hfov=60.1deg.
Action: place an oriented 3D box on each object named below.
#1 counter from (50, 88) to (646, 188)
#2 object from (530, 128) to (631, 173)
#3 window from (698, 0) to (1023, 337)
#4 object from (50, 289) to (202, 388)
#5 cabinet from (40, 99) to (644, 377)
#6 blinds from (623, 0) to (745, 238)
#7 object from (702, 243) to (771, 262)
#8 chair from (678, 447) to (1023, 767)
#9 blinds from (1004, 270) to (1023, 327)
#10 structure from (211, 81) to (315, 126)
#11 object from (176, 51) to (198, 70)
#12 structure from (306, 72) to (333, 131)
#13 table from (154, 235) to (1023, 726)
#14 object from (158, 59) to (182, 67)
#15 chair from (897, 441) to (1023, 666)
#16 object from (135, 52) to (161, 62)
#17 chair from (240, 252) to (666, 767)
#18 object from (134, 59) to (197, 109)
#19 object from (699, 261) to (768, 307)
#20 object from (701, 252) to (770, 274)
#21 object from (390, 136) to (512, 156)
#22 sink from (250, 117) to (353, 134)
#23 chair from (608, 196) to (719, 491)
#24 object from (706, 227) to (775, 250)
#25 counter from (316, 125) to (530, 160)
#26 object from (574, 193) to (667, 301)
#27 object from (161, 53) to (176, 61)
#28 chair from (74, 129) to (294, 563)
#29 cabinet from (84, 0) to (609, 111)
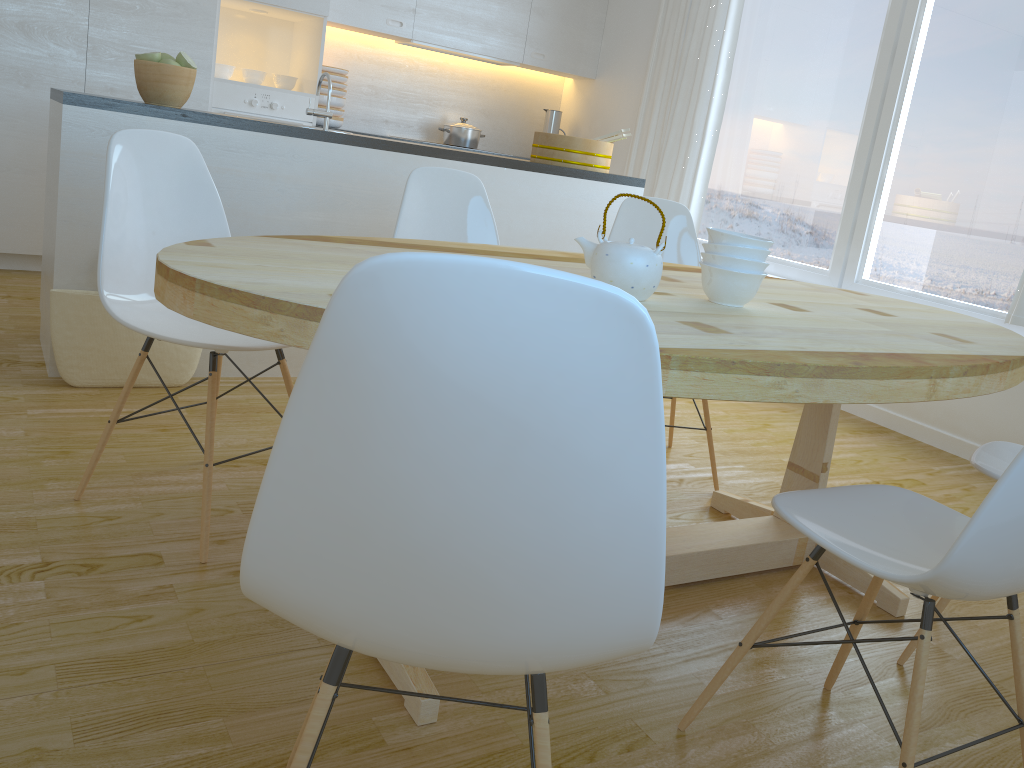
[{"bbox_3d":[-0.559,-1.007,3.698,2.399,0.039,0.609,0,17,-32],"label":"counter"},{"bbox_3d":[0.312,-1.119,4.152,0.429,0.211,0.384,8,14,-4],"label":"object"},{"bbox_3d":[1.826,-1.380,4.288,0.088,1.894,2.764,2,15,-32],"label":"window"},{"bbox_3d":[-0.917,-0.103,2.740,1.200,0.495,0.473,19,16,34],"label":"object"},{"bbox_3d":[-0.632,-0.553,3.791,2.399,0.899,0.609,0,15,-32],"label":"cabinet"},{"bbox_3d":[1.012,-1.956,5.271,0.150,2.133,0.805,2,14,-32],"label":"blinds"},{"bbox_3d":[0.494,-0.267,1.977,0.151,0.094,0.153,5,14,-15],"label":"object"},{"bbox_3d":[0.681,0.281,1.440,0.429,0.890,0.530,1,14,-32],"label":"chair"},{"bbox_3d":[2.347,-1.161,3.059,0.150,2.133,0.805,2,14,-31],"label":"blinds"},{"bbox_3d":[-1.400,-1.337,4.940,0.560,0.589,0.050,1,14,-32],"label":"structure"},{"bbox_3d":[-1.150,-1.138,3.128,0.074,0.071,0.078,7,13,-7],"label":"object"},{"bbox_3d":[-0.744,-1.076,3.350,0.097,0.212,0.164,2,15,-31],"label":"structure"},{"bbox_3d":[0.301,0.139,2.088,2.189,0.716,1.210,-1,17,-33],"label":"table"},{"bbox_3d":[-1.189,-1.086,3.081,0.082,0.084,0.098,14,14,22],"label":"object"},{"bbox_3d":[1.262,0.241,1.935,0.527,0.890,0.432,17,14,32],"label":"chair"},{"bbox_3d":[-1.260,-1.122,3.061,0.084,0.064,0.087,4,14,-20],"label":"object"},{"bbox_3d":[-0.076,0.265,1.052,0.430,0.890,0.530,9,12,-3],"label":"chair"},{"bbox_3d":[-1.223,-1.050,3.113,0.206,0.140,0.207,14,14,18],"label":"object"},{"bbox_3d":[0.487,-0.220,1.980,0.152,0.081,0.154,11,14,7],"label":"object"},{"bbox_3d":[0.491,-0.243,1.979,0.152,0.092,0.153,11,14,6],"label":"object"},{"bbox_3d":[-0.412,-1.567,5.833,0.653,0.013,0.570,0,17,-31],"label":"object"},{"bbox_3d":[-0.853,-0.965,3.572,0.405,0.155,0.408,11,14,9],"label":"sink"},{"bbox_3d":[0.497,-0.163,3.008,0.429,0.890,0.530,6,13,-12],"label":"chair"},{"bbox_3d":[0.500,-0.293,1.970,0.151,0.086,0.154,8,14,-4],"label":"object"},{"bbox_3d":[-0.417,-1.549,5.832,1.999,0.039,0.609,0,17,-32],"label":"counter"},{"bbox_3d":[0.237,-0.288,1.838,0.147,0.209,0.180,1,15,-32],"label":"object"},{"bbox_3d":[-1.227,-1.124,3.145,0.102,0.097,0.088,6,13,-11],"label":"object"},{"bbox_3d":[-0.733,-0.132,2.160,0.526,0.890,0.432,15,14,27],"label":"chair"},{"bbox_3d":[-0.848,-1.835,5.405,3.199,2.273,0.487,0,14,-32],"label":"cabinet"}]
